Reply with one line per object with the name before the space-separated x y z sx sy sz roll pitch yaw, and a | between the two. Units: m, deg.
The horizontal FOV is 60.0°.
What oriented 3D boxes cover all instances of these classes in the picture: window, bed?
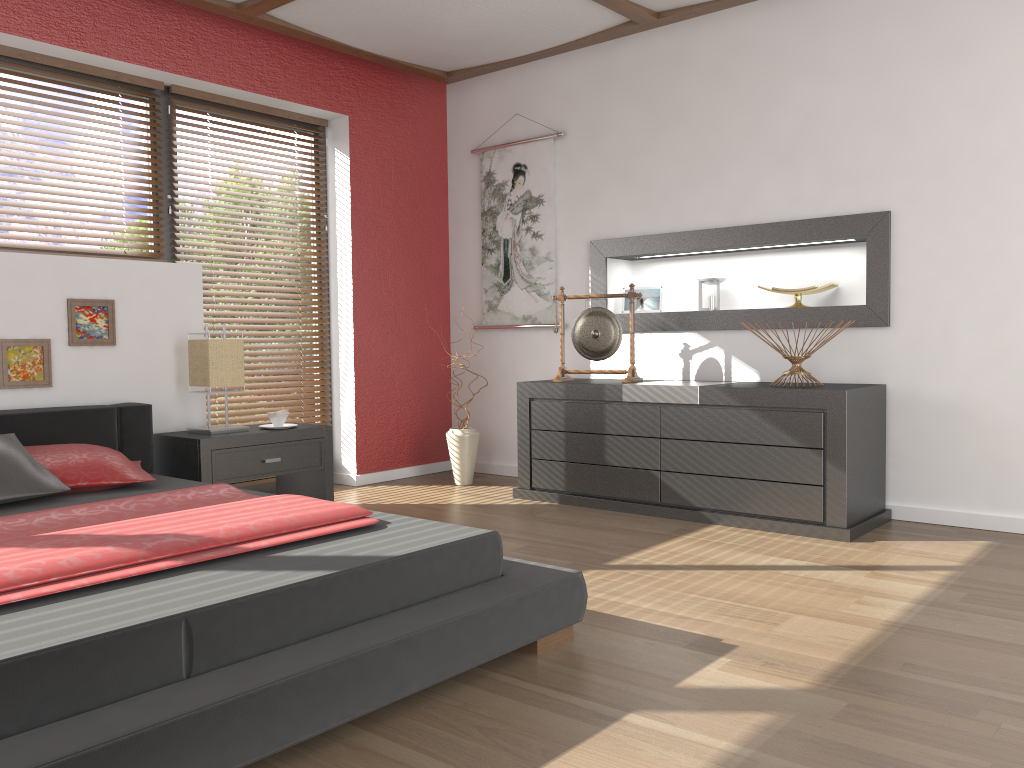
window | -2.671 -0.955 3.301 0.020 0.786 2.817 1 4 40
window | -1.418 -0.500 4.822 0.020 1.893 0.889 1 4 40
bed | -1.509 0.440 2.239 2.413 0.577 2.469 1 4 40

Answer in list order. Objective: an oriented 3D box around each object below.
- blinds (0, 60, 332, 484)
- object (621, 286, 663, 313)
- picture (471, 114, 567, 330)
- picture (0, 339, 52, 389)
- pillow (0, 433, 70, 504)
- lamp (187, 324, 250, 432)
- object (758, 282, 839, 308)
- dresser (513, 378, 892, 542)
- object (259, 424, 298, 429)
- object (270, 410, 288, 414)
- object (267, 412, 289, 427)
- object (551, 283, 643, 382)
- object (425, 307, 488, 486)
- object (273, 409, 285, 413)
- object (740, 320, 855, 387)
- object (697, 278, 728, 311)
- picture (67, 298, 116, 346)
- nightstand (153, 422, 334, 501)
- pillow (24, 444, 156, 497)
blinds | -2.613 -0.376 3.282 0.032 1.952 4.840 1 4 40
object | 0.716 -0.463 4.879 0.226 0.146 0.041 0 3 20
picture | 0.029 -0.962 5.258 0.701 1.270 0.028 1 4 40
picture | -1.979 -0.083 3.607 0.010 0.200 0.200 1 4 40
pillow | -1.831 0.279 2.752 0.386 0.241 0.744 1 3 35
lamp | -1.347 -0.033 4.047 0.200 0.480 0.200 1 4 40
object | 1.398 -0.426 4.335 0.350 0.116 0.181 1 3 30
dresser | 0.841 0.297 4.274 1.740 0.608 0.540 1 4 40
object | -1.105 0.202 4.196 0.179 0.012 0.179 -2 3 -25
object | -1.096 0.131 4.179 0.007 0.007 0.192 0 3 9
object | -1.106 0.169 4.194 0.099 0.069 0.099 -2 3 -25
object | 0.434 -0.261 4.549 0.490 0.498 0.173 0 3 25
object | -0.324 0.063 5.030 0.364 1.035 0.422 0 3 15
object | -1.108 0.131 4.199 0.007 0.007 0.192 -1 3 4
object | 1.250 -0.134 3.894 0.481 0.282 0.481 0 3 6
object | 1.048 -0.464 4.646 0.159 0.171 0.159 -1 3 -1
picture | -1.805 -0.264 3.810 0.010 0.200 0.200 1 4 40
nightstand | -1.234 0.424 4.134 0.413 0.423 0.700 1 4 40
pillow | -1.683 0.310 3.151 0.745 0.172 0.418 -2 3 -31
